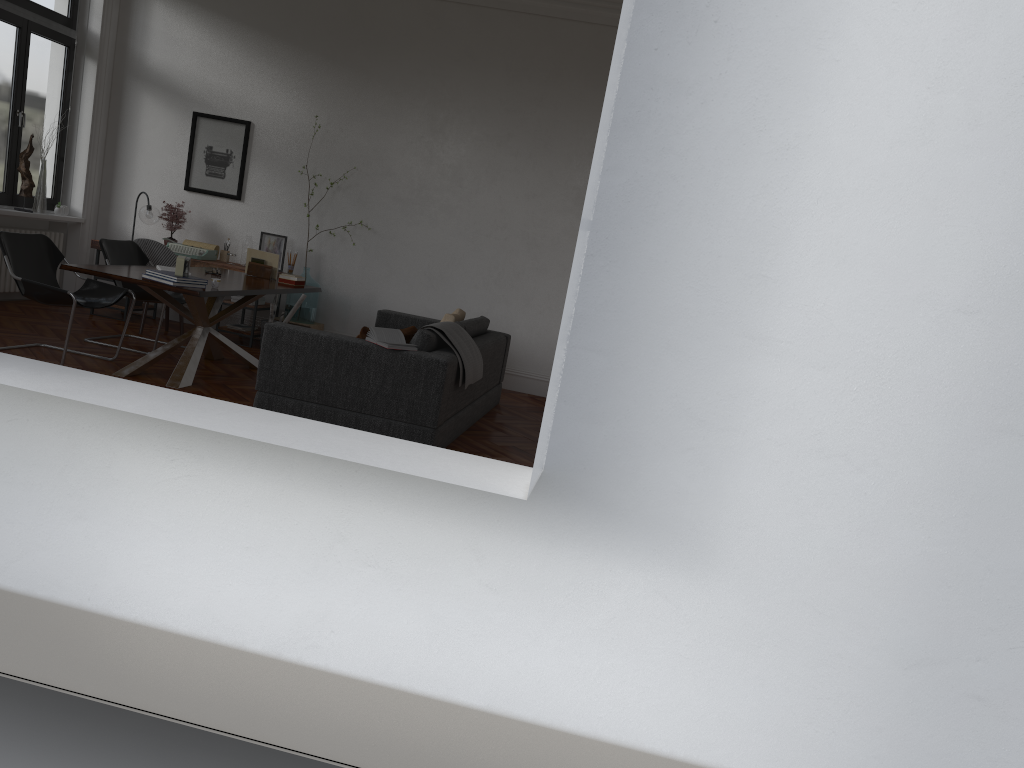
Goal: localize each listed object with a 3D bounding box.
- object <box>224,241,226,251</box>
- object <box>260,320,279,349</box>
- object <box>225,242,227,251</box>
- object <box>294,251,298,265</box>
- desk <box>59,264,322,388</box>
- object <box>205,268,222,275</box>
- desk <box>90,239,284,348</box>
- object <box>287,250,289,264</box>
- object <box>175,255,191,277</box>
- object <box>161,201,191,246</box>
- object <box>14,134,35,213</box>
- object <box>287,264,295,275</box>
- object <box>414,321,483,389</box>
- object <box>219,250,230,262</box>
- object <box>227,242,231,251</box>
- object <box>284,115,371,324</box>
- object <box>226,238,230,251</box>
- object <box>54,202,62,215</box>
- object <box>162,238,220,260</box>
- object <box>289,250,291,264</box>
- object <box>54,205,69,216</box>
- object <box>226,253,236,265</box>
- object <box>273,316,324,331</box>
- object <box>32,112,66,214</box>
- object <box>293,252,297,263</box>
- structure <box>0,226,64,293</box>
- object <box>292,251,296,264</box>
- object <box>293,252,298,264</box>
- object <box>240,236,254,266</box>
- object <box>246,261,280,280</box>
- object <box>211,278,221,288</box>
[{"bbox_3d":[-2.972,-1.373,9.156,0.008,0.208,0.054,6,11,-27],"label":"object"},{"bbox_3d":[-2.372,-0.464,8.789,0.261,0.306,0.259,6,10,-28],"label":"object"},{"bbox_3d":[-2.966,-1.373,9.168,0.008,0.208,0.054,10,9,-5],"label":"object"},{"bbox_3d":[-1.930,-1.085,7.883,0.036,0.196,0.008,14,10,19],"label":"object"},{"bbox_3d":[-2.449,-0.474,7.054,1.029,0.754,2.220,12,8,7],"label":"desk"},{"bbox_3d":[-2.494,-0.941,7.380,0.133,0.047,0.114,6,10,-29],"label":"object"},{"bbox_3d":[-3.312,-0.921,9.045,1.797,0.760,0.645,12,9,7],"label":"desk"},{"bbox_3d":[-1.983,-1.091,7.869,0.049,0.194,0.008,7,10,-23],"label":"object"},{"bbox_3d":[-2.264,-0.810,6.103,0.082,0.126,0.274,7,9,-19],"label":"object"},{"bbox_3d":[-3.525,-1.648,9.191,0.290,0.530,0.307,3,12,-37],"label":"object"},{"bbox_3d":[-4.666,-2.034,8.524,0.165,0.756,0.142,3,12,-40],"label":"object"},{"bbox_3d":[-1.969,-1.023,7.892,0.058,0.091,0.058,10,9,-6],"label":"object"},{"bbox_3d":[-0.434,-0.224,6.303,0.400,0.389,0.750,12,9,7],"label":"object"},{"bbox_3d":[-2.967,-1.321,9.152,0.075,0.114,0.058,12,9,7],"label":"object"},{"bbox_3d":[-2.943,-1.369,9.161,0.054,0.208,0.008,9,10,-10],"label":"object"},{"bbox_3d":[-1.831,-1.620,8.984,0.808,2.065,0.352,9,10,-12],"label":"object"},{"bbox_3d":[-2.948,-1.388,9.169,0.023,0.240,0.028,11,9,4],"label":"object"},{"bbox_3d":[-4.637,-1.795,9.064,0.072,0.135,0.072,16,11,32],"label":"object"},{"bbox_3d":[-3.272,-1.368,8.922,0.534,0.149,0.483,11,8,6],"label":"object"},{"bbox_3d":[-1.977,-1.096,7.897,0.008,0.196,0.032,3,12,-38],"label":"object"},{"bbox_3d":[-4.696,-1.814,9.246,0.132,0.098,0.134,7,9,-22],"label":"object"},{"bbox_3d":[-2.849,-1.271,8.996,0.093,0.102,0.093,10,9,-1],"label":"object"},{"bbox_3d":[-2.222,-0.494,9.128,0.434,0.317,0.340,12,9,7],"label":"object"},{"bbox_3d":[-4.572,-2.208,8.768,0.289,1.057,0.295,12,10,10],"label":"object"},{"bbox_3d":[-1.943,-1.089,7.904,0.008,0.194,0.044,18,12,37],"label":"object"},{"bbox_3d":[-4.956,-1.146,8.718,0.225,0.781,1.449,12,9,7],"label":"structure"},{"bbox_3d":[-1.953,-1.093,7.907,0.008,0.195,0.038,17,11,33],"label":"object"},{"bbox_3d":[-1.932,-1.082,7.870,0.049,0.194,0.008,16,11,30],"label":"object"},{"bbox_3d":[-2.724,-1.369,9.118,0.111,0.303,0.111,1,13,-45],"label":"object"},{"bbox_3d":[-2.230,-1.038,7.946,0.228,0.167,0.149,12,9,7],"label":"object"},{"bbox_3d":[-2.099,-0.711,6.260,0.064,0.065,0.082,15,10,28],"label":"object"}]
